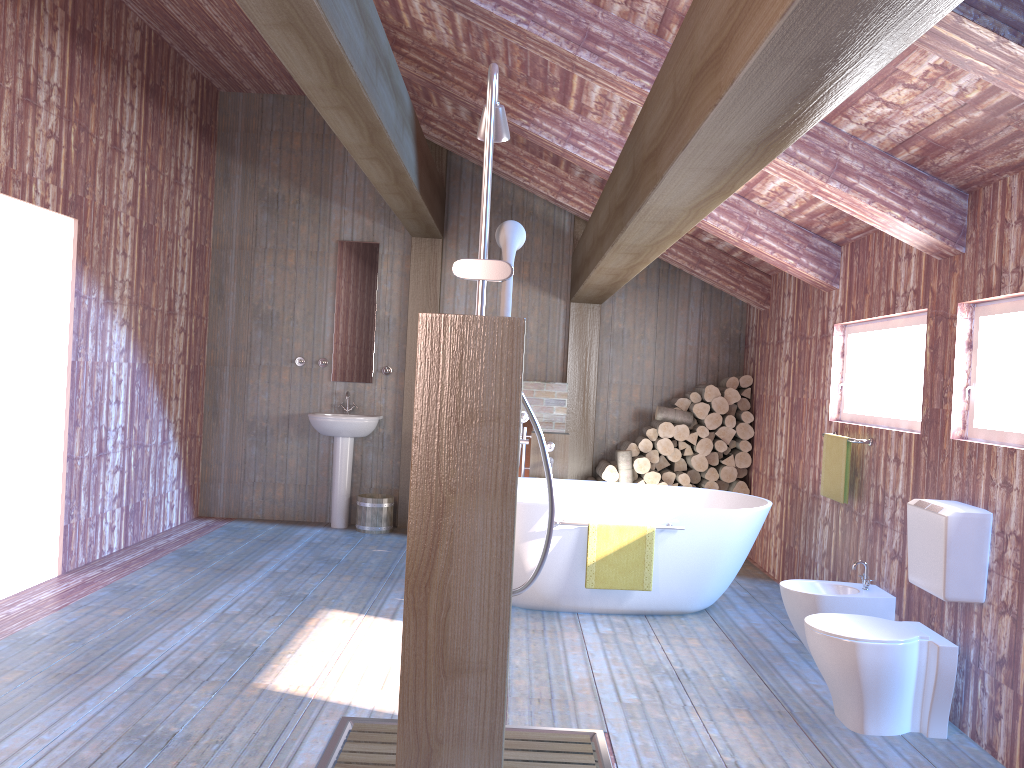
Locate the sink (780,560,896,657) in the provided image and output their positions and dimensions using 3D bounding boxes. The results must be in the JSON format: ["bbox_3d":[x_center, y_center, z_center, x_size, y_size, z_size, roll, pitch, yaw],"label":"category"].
[{"bbox_3d":[1.586,1.126,4.398,0.515,0.517,0.335,3,0,1],"label":"sink"}]

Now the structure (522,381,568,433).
[{"bbox_3d":[-0.130,0.621,7.483,1.130,1.330,0.226,3,0,0],"label":"structure"}]

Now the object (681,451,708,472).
[{"bbox_3d":[1.493,0.627,7.299,0.141,0.143,0.437,3,0,-1],"label":"object"}]

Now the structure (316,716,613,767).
[{"bbox_3d":[-0.152,1.328,2.885,1.000,0.067,1.000,3,0,0],"label":"structure"}]

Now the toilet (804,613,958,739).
[{"bbox_3d":[1.457,1.186,3.615,0.534,0.400,0.375,3,0,1],"label":"toilet"}]

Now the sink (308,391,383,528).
[{"bbox_3d":[-1.411,0.633,7.352,0.582,1.143,0.475,3,0,0],"label":"sink"}]

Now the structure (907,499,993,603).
[{"bbox_3d":[1.760,0.667,3.602,0.182,0.363,0.358,3,0,1],"label":"structure"}]

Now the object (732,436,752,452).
[{"bbox_3d":[1.868,0.491,7.296,0.102,0.109,0.438,3,0,1],"label":"object"}]

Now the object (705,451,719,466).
[{"bbox_3d":[1.610,0.597,7.284,0.111,0.118,0.302,3,0,0],"label":"object"}]

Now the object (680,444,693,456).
[{"bbox_3d":[1.434,0.532,7.302,0.085,0.096,0.280,3,0,1],"label":"object"}]

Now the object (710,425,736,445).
[{"bbox_3d":[1.712,0.411,7.325,0.172,0.151,0.482,3,0,2],"label":"object"}]

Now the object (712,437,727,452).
[{"bbox_3d":[1.672,0.491,7.295,0.102,0.109,0.438,3,0,1],"label":"object"}]

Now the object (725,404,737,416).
[{"bbox_3d":[1.777,0.213,7.395,0.132,0.119,0.319,3,0,2],"label":"object"}]

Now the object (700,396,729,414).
[{"bbox_3d":[1.656,0.168,7.295,0.141,0.143,0.437,3,0,-1],"label":"object"}]

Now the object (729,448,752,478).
[{"bbox_3d":[1.848,0.656,7.307,0.137,0.256,0.439,3,0,1],"label":"object"}]

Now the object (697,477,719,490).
[{"bbox_3d":[1.600,0.832,7.271,0.116,0.117,0.289,3,0,-2],"label":"object"}]

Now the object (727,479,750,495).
[{"bbox_3d":[1.828,0.841,7.320,0.139,0.137,0.455,3,0,-1],"label":"object"}]

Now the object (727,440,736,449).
[{"bbox_3d":[1.806,0.488,7.341,0.088,0.092,0.280,3,0,1],"label":"object"}]

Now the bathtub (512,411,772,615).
[{"bbox_3d":[0.553,0.772,5.412,1.935,1.109,1.460,3,1,22],"label":"bathtub"}]

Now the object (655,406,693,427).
[{"bbox_3d":[1.314,0.260,7.195,0.302,0.157,0.121,3,0,1],"label":"object"}]

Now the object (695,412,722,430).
[{"bbox_3d":[1.610,0.302,7.296,0.143,0.151,0.440,3,0,1],"label":"object"}]

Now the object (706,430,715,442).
[{"bbox_3d":[1.599,0.427,7.275,0.095,0.090,0.278,3,0,2],"label":"object"}]

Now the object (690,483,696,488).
[{"bbox_3d":[1.478,0.846,7.286,0.054,0.056,0.146,3,0,1],"label":"object"}]

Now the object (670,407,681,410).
[{"bbox_3d":[1.342,0.255,7.392,0.113,0.130,0.291,3,0,1],"label":"object"}]

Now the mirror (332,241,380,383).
[{"bbox_3d":[-1.331,-0.612,7.549,0.350,1.199,0.009,3,0,0],"label":"mirror"}]

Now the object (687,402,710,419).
[{"bbox_3d":[1.516,0.207,7.313,0.139,0.148,0.458,3,0,1],"label":"object"}]

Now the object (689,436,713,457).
[{"bbox_3d":[1.542,0.505,7.298,0.136,0.157,0.439,3,0,1],"label":"object"}]

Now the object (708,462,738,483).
[{"bbox_3d":[1.730,0.721,7.306,0.137,0.133,0.437,3,0,-1],"label":"object"}]

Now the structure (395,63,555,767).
[{"bbox_3d":[-0.078,0.222,2.332,0.328,2.209,0.522,3,1,21],"label":"structure"}]

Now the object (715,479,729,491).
[{"bbox_3d":[1.713,0.836,7.399,0.118,0.106,0.319,3,0,-2],"label":"object"}]

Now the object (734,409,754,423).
[{"bbox_3d":[1.884,0.260,7.293,0.102,0.109,0.438,3,0,1],"label":"object"}]

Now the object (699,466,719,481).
[{"bbox_3d":[1.604,0.724,7.274,0.114,0.113,0.301,3,0,-2],"label":"object"}]

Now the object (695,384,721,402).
[{"bbox_3d":[1.610,0.074,7.312,0.135,0.139,0.456,3,0,1],"label":"object"}]

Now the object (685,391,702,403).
[{"bbox_3d":[1.489,0.108,7.284,0.094,0.097,0.227,3,0,1],"label":"object"}]

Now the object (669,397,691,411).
[{"bbox_3d":[1.400,0.173,7.392,0.140,0.121,0.319,3,0,2],"label":"object"}]

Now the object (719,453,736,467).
[{"bbox_3d":[1.736,0.604,7.298,0.115,0.112,0.423,3,0,1],"label":"object"}]

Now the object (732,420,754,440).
[{"bbox_3d":[1.865,0.372,7.298,0.147,0.152,0.439,3,0,1],"label":"object"}]

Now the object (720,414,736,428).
[{"bbox_3d":[1.750,0.296,7.293,0.089,0.106,0.437,3,0,1],"label":"object"}]

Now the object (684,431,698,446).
[{"bbox_3d":[1.434,0.442,7.294,0.109,0.124,0.424,3,0,0],"label":"object"}]

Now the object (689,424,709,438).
[{"bbox_3d":[1.527,0.376,7.293,0.102,0.109,0.438,3,0,1],"label":"object"}]

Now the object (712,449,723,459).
[{"bbox_3d":[1.681,0.574,7.284,0.065,0.069,0.177,3,0,0],"label":"object"}]

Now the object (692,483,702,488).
[{"bbox_3d":[1.505,0.882,7.299,0.115,0.112,0.423,3,0,1],"label":"object"}]
